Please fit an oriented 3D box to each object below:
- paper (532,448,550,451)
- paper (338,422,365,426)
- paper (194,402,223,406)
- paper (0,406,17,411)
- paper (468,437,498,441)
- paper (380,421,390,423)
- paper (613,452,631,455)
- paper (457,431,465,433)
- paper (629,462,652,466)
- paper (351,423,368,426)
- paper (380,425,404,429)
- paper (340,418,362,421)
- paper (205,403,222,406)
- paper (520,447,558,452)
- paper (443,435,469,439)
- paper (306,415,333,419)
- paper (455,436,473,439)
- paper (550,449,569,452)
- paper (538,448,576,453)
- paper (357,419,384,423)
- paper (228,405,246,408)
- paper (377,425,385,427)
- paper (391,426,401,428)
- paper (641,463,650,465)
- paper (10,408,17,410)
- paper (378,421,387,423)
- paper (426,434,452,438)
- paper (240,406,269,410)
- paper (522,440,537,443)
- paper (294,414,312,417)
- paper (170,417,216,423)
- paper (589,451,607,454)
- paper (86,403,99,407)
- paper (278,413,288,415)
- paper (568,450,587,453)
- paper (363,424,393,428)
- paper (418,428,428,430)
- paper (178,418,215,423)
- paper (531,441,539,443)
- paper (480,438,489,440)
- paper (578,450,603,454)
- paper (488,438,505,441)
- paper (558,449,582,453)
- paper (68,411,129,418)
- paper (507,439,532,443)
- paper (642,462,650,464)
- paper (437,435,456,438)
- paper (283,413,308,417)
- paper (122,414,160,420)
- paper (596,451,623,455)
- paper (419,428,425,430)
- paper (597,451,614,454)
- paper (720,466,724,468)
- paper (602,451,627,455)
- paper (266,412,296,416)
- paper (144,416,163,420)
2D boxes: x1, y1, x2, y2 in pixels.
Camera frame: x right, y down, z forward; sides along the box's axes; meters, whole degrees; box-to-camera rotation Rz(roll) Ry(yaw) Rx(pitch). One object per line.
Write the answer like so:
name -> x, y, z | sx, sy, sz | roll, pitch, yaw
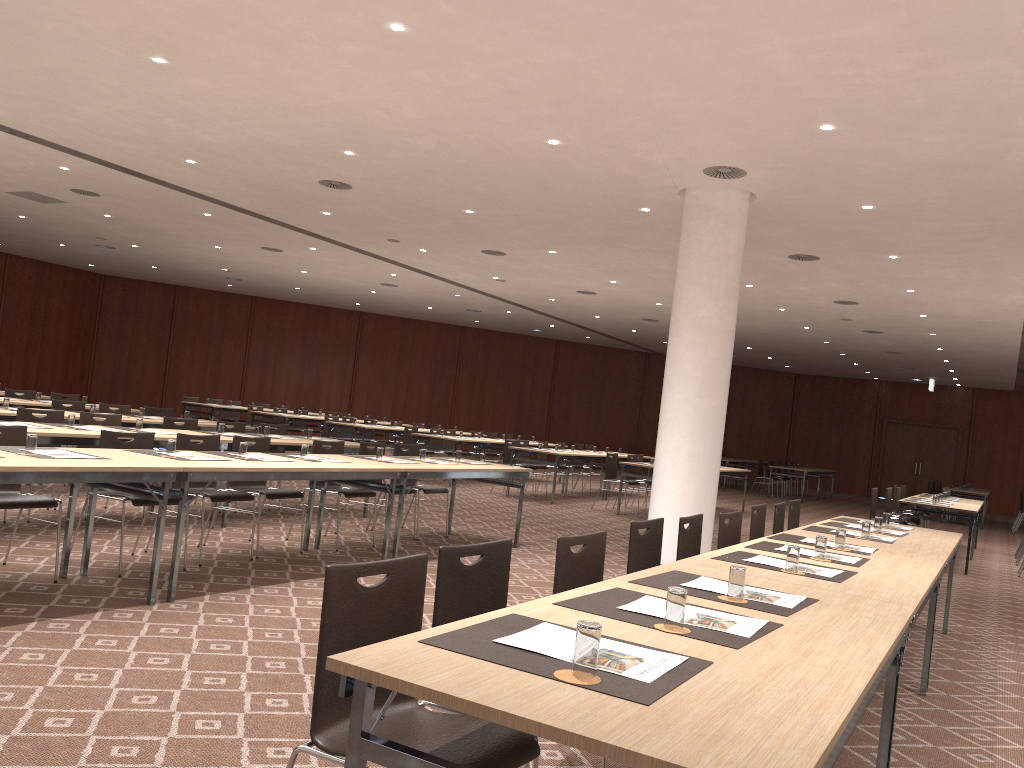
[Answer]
paper -> 0.547, 1.123, 15.131 | 0.398, 0.006, 0.284 | 6, -2, 29
paper -> -3.019, 0.774, 17.053 | 0.565, 0.003, 0.460 | 6, -2, 31
paper -> -6.468, 0.436, 19.048 | 0.565, 0.003, 0.460 | 6, -2, 27
paper -> -5.119, 0.260, 9.138 | 0.565, 0.003, 0.460 | 6, -2, 28
paper -> -0.634, 1.060, 17.246 | 0.565, 0.003, 0.460 | 6, -2, 31
paper -> -2.958, 0.917, 21.188 | 0.398, 0.006, 0.284 | 6, -2, 29
paper -> 2.238, 1.428, 18.257 | 0.398, 0.006, 0.284 | 6, -2, 29
paper -> -1.215, 1.088, 20.203 | 0.398, 0.006, 0.284 | 6, -2, 29
paper -> 2.197, 1.289, 14.177 | 0.565, 0.003, 0.460 | 6, -2, 29
paper -> -2.941, 0.781, 17.106 | 0.398, 0.006, 0.284 | 6, -2, 30
paper -> -2.389, 0.887, 18.214 | 0.565, 0.003, 0.460 | 6, -2, 29
paper -> -3.647, 0.801, 20.043 | 0.565, 0.003, 0.460 | 6, -2, 30
paper -> -6.399, 0.440, 19.031 | 0.398, 0.006, 0.284 | 6, -2, 30
paper -> 0.450, 1.116, 15.118 | 0.565, 0.003, 0.460 | 6, -2, 29
paper -> -0.975, 1.001, 16.679 | 0.565, 0.003, 0.460 | 6, -2, 30
paper -> -4.113, 0.717, 19.177 | 0.565, 0.003, 0.460 | 5, -2, 32
paper -> -0.894, 1.007, 16.692 | 0.398, 0.006, 0.284 | 6, -2, 28
paper -> 0.858, 1.179, 15.705 | 0.398, 0.006, 0.284 | 6, -2, 29
paper -> 0.773, 1.173, 15.683 | 0.565, 0.003, 0.460 | 6, -2, 29
paper -> -3.323, 0.859, 20.619 | 0.565, 0.003, 0.460 | 6, -2, 29
paper -> -6.104, 0.494, 19.606 | 0.398, 0.006, 0.284 | 6, -2, 27
paper -> -2.616, 0.838, 17.658 | 0.398, 0.006, 0.284 | 6, -2, 30
paper -> -2.293, 0.895, 18.221 | 0.398, 0.006, 0.284 | 6, -2, 29
paper -> 2.289, 1.295, 14.168 | 0.398, 0.006, 0.284 | 6, -2, 28
paper -> -5.031, 0.268, 9.185 | 0.398, 0.006, 0.284 | 6, -2, 32
paper -> -3.040, 0.912, 21.198 | 0.565, 0.003, 0.460 | 6, -2, 28
paper -> -1.290, 0.945, 16.109 | 0.565, 0.003, 0.460 | 6, -2, 29
paper -> -5.849, 0.547, 20.172 | 0.565, 0.003, 0.460 | 6, -2, 29
paper -> 0.440, 1.253, 19.220 | 0.565, 0.003, 0.460 | 6, -2, 29
paper -> -4.356, 0.667, 18.643 | 0.398, 0.006, 0.284 | 6, -2, 28
paper -> -4.044, 0.454, 11.156 | 0.565, 0.003, 0.460 | 6, -2, 28
paper -> 1.648, 1.320, 17.118 | 0.398, 0.006, 0.284 | 6, -2, 28
paper -> -5.763, 0.285, 12.117 | 0.565, 0.003, 0.460 | 6, -2, 30
paper -> -4.690, 0.608, 18.055 | 0.398, 0.006, 0.284 | 5, -2, 32
paper -> 1.160, 1.235, 16.298 | 0.398, 0.006, 0.284 | 6, -2, 27
paper -> -2.687, 0.833, 17.646 | 0.565, 0.003, 0.460 | 6, -2, 26
paper -> -1.834, 0.977, 19.070 | 0.398, 0.006, 0.284 | 6, -2, 32
paper -> -3.964, 0.459, 11.144 | 0.398, 0.006, 0.284 | 6, -2, 29
paper -> 0.548, 1.262, 19.220 | 0.398, 0.006, 0.284 | 6, -2, 29
paper -> -0.573, 1.063, 17.227 | 0.398, 0.006, 0.284 | 6, -2, 28
paper -> 1.559, 1.313, 17.112 | 0.565, 0.003, 0.460 | 6, -2, 30
paper -> -0.206, 1.139, 18.078 | 0.565, 0.003, 0.460 | 6, -2, 28
paper -> 1.105, 1.232, 16.274 | 0.565, 0.003, 0.460 | 6, -2, 30
paper -> -4.669, 0.341, 9.988 | 0.565, 0.003, 0.460 | 6, -2, 30
paper -> 0.150, 1.199, 18.637 | 0.565, 0.003, 0.460 | 5, -2, 33
paper -> 2.506, 1.344, 14.743 | 0.565, 0.003, 0.460 | 6, -2, 31
paper -> -1.215, 0.950, 16.114 | 0.398, 0.006, 0.284 | 6, -2, 28
paper -> -4.463, 0.657, 18.625 | 0.565, 0.003, 0.460 | 6, -2, 28
paper -> -4.347, 0.398, 10.560 | 0.565, 0.003, 0.460 | 6, -2, 31
paper -> 1.883, 1.371, 17.681 | 0.565, 0.003, 0.460 | 6, -2, 29
paper -> -1.902, 0.973, 19.050 | 0.565, 0.003, 0.460 | 6, -2, 29
paper -> 1.940, 1.373, 17.671 | 0.398, 0.006, 0.284 | 5, -2, 33
paper -> 3.912, 1.595, 17.274 | 0.565, 0.003, 0.460 | 6, -2, 29
paper -> 2.192, 1.425, 18.215 | 0.565, 0.003, 0.460 | 6, -2, 30
paper -> -4.728, 0.608, 18.070 | 0.565, 0.003, 0.460 | 6, -2, 27
paper -> -4.262, 0.405, 10.575 | 0.398, 0.006, 0.284 | 6, -2, 31
